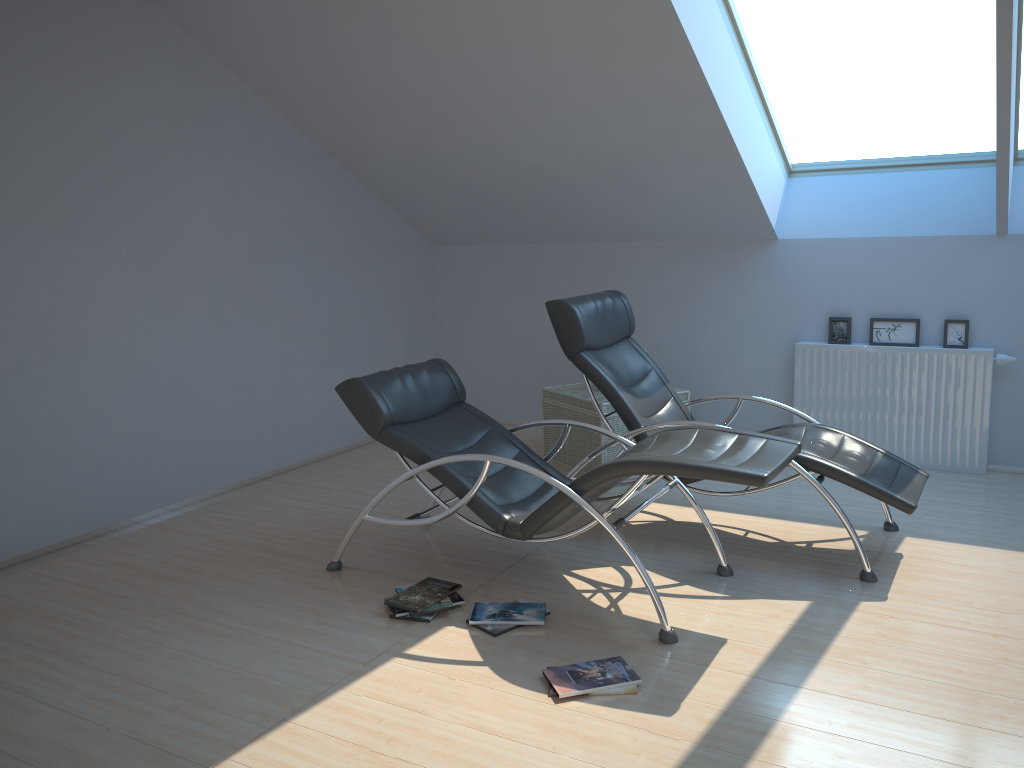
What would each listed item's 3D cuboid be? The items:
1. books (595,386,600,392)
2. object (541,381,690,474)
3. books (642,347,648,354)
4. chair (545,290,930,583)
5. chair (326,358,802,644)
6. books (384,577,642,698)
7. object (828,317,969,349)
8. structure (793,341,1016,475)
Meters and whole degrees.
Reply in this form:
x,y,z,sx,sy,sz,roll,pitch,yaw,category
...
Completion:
x,y,z,sx,sy,sz,roll,pitch,yaw,category
0.645,-0.039,6.118,0.165,0.184,0.162,4,11,28,books
0.713,0.288,6.186,0.745,0.518,0.744,-7,11,-29,object
0.849,-0.095,6.060,0.149,0.300,0.149,-1,10,1,books
1.109,0.164,4.645,1.938,1.251,0.836,4,11,30,chair
0.185,0.437,4.094,2.114,0.953,0.836,4,11,30,chair
1.842,0.841,3.633,4.790,0.222,1.045,-2,10,-2,books
2.522,-0.339,5.820,0.846,0.180,0.030,4,11,30,object
2.551,0.144,5.862,1.324,0.800,0.120,4,11,30,structure
